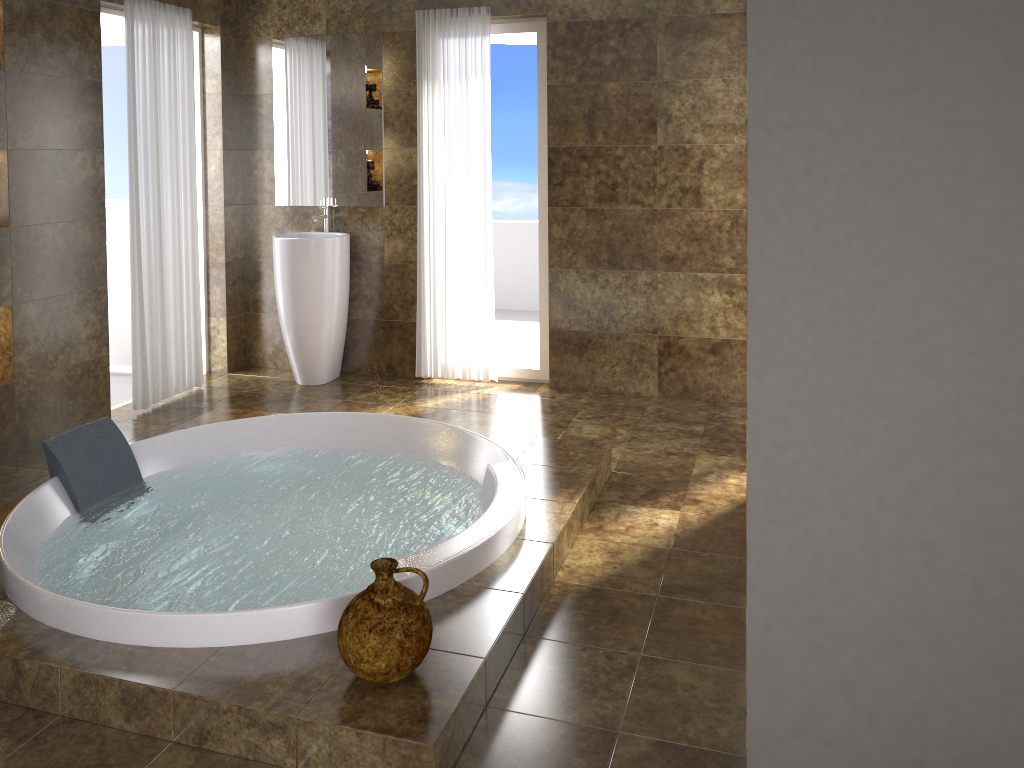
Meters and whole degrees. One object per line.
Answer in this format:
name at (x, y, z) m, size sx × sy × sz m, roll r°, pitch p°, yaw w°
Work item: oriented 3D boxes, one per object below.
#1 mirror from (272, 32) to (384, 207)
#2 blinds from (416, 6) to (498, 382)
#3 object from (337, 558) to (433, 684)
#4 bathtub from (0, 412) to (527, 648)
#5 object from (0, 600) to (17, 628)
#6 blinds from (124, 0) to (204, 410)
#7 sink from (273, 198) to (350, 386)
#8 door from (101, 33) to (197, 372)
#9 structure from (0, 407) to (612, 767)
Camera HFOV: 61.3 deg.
mirror at (-1.165, -1.658, 5.452) m, size 0.769 × 1.065 × 0.008 m, roll 2°, pitch 3°, yaw 18°
blinds at (-0.349, -1.131, 5.180) m, size 0.519 × 2.209 × 0.068 m, roll 0°, pitch 2°, yaw 17°
object at (-0.309, 0.569, 2.103) m, size 0.230 × 0.268 × 0.235 m, roll -2°, pitch 8°, yaw -11°
bathtub at (-0.823, 0.499, 3.099) m, size 1.777 × 0.508 × 1.781 m, roll -13°, pitch 18°, yaw -40°
object at (-1.448, 0.644, 2.334) m, size 0.190 × 0.018 × 0.196 m, roll 1°, pitch 15°, yaw 6°
blinds at (-1.958, -1.036, 4.897) m, size 0.068 × 2.220 × 0.610 m, roll 0°, pitch 3°, yaw 17°
sink at (-1.223, -0.567, 5.275) m, size 0.459 × 1.108 × 0.445 m, roll 1°, pitch 4°, yaw 20°
door at (-2.490, -1.158, 5.564) m, size 0.961 × 2.172 × 0.040 m, roll 0°, pitch 2°, yaw 7°
structure at (-0.821, 0.507, 3.100) m, size 2.009 × 0.121 × 2.067 m, roll 4°, pitch 16°, yaw 17°
